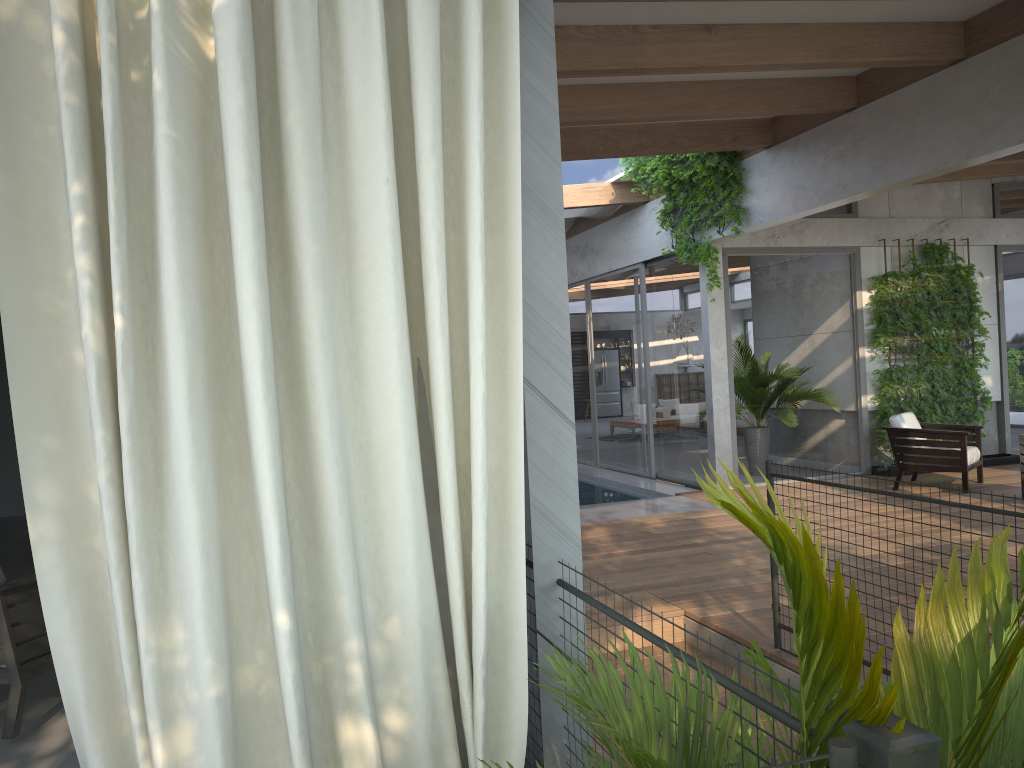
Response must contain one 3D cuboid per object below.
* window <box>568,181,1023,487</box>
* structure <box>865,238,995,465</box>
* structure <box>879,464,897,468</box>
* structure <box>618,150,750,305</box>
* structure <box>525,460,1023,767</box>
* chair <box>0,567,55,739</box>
[{"bbox_3d":[2.602,-0.801,18.010,14.294,3.764,23.280,-3,1,-17],"label":"window"},{"bbox_3d":[4.944,-0.376,10.431,1.851,2.669,0.500,-3,1,-17],"label":"structure"},{"bbox_3d":[4.676,0.931,10.287,0.928,0.044,0.231,-3,1,-17],"label":"structure"},{"bbox_3d":[1.825,-1.830,9.466,0.918,2.054,1.822,-3,1,-20],"label":"structure"},{"bbox_3d":[8.905,0.504,10.960,15.587,3.022,31.708,-3,1,24],"label":"structure"},{"bbox_3d":[-2.416,1.099,4.040,0.797,0.765,0.807,-3,1,8],"label":"chair"}]
